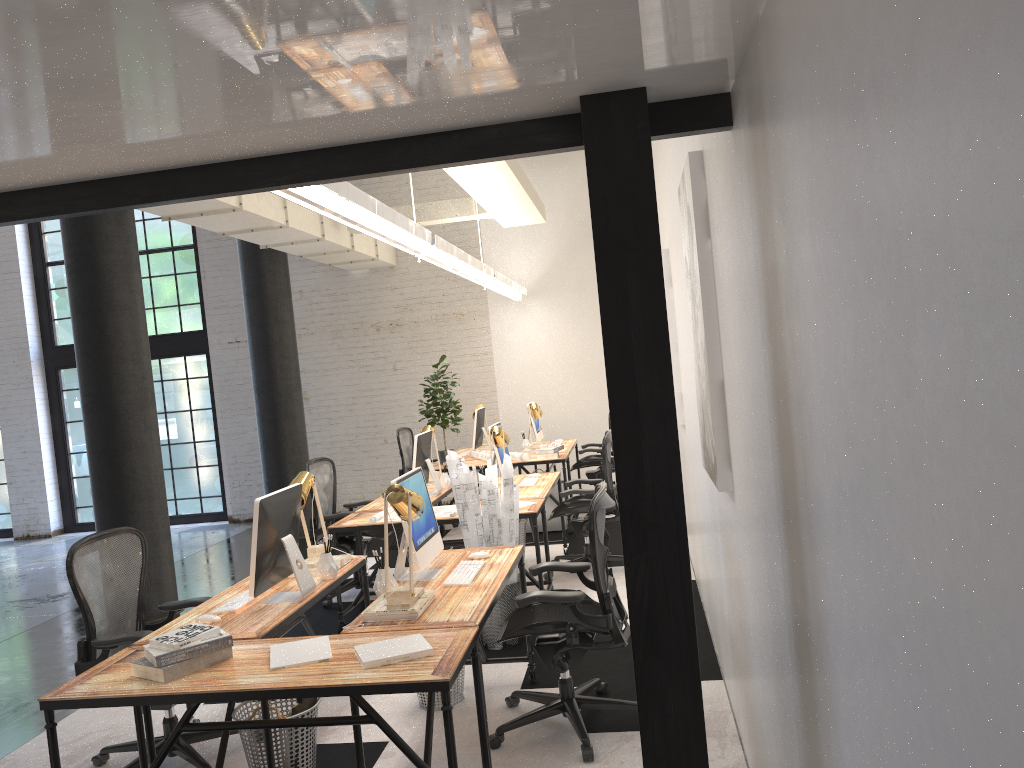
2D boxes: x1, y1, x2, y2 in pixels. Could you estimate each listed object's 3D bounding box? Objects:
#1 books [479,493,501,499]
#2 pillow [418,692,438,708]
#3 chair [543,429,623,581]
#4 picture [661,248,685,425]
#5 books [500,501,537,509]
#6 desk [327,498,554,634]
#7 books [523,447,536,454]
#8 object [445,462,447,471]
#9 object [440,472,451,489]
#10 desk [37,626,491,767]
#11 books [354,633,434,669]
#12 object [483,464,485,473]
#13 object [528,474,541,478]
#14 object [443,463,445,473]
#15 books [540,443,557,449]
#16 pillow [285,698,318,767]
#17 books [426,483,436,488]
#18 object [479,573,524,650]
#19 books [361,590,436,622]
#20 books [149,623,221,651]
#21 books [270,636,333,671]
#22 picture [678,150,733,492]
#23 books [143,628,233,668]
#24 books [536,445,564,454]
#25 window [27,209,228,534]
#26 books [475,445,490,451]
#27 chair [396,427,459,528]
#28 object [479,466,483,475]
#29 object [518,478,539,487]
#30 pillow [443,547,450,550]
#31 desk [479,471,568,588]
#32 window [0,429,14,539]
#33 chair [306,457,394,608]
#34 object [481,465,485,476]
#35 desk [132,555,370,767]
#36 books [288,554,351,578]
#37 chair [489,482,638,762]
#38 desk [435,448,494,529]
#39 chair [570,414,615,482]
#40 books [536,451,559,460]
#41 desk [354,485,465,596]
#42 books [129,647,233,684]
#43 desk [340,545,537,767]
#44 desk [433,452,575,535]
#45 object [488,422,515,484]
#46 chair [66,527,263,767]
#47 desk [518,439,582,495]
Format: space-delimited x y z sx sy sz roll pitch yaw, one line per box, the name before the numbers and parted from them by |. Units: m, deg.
books | -0.099 0.790 6.430 0.225 0.038 0.308 -5 1 8
pillow | -0.451 1.411 4.480 0.119 0.407 0.239 -5 2 9
chair | 0.566 0.920 6.868 0.792 1.086 0.770 -6 2 -8
picture | 1.131 -0.327 6.302 0.049 1.184 0.730 -5 2 8
books | 0.009 0.803 5.889 0.205 0.019 0.243 -7 2 -45
desk | -0.449 1.219 5.947 1.401 0.725 0.529 -5 2 8
books | 0.238 0.677 9.087 0.225 0.038 0.308 -5 1 8
object | -0.542 0.733 7.140 0.054 0.207 0.008 -7 2 -27
object | -0.539 0.775 7.127 0.101 0.127 0.101 -7 2 -37
desk | -0.798 1.316 3.074 1.401 0.725 0.529 -5 2 8
books | -0.403 0.903 3.003 0.235 0.024 0.200 -6 1 -19
object | -0.202 0.709 6.673 0.008 0.207 0.054 -6 2 -9
object | 0.185 0.748 7.255 0.106 0.029 0.059 -5 1 9
object | -0.538 0.733 7.111 0.008 0.207 0.054 -6 2 -9
books | 0.345 0.596 8.481 0.153 0.030 0.185 -6 1 6
pillow | -0.862 1.471 3.604 0.119 0.407 0.239 -5 2 9
books | -0.623 0.821 7.360 0.225 0.038 0.308 -5 1 8
object | -0.084 1.373 5.331 0.352 0.399 0.353 -7 2 -37
books | -0.448 0.886 3.557 0.225 0.038 0.308 -5 1 8
books | -1.143 0.882 3.097 0.153 0.030 0.185 -5 2 36
books | -0.737 0.937 3.093 0.205 0.019 0.243 -6 1 -15
picture | 0.738 -0.226 3.433 0.049 1.184 0.730 -5 2 8
books | -1.128 0.912 3.088 0.257 0.044 0.193 -7 2 -35
books | 0.363 0.626 8.479 0.193 0.044 0.257 -5 1 25
window | -5.050 -0.632 11.730 2.491 5.182 0.137 -5 2 8
books | -0.286 0.708 10.017 0.225 0.038 0.308 -5 1 8
chair | -0.911 0.986 9.595 0.792 1.086 0.770 -6 2 -8
object | -0.209 0.711 6.650 0.054 0.207 0.008 -6 2 -5
object | 0.134 0.767 6.932 0.118 0.018 0.438 -5 1 8
pillow | -0.514 1.374 6.477 0.119 0.407 0.239 -5 2 9
desk | 0.093 1.146 6.847 0.529 0.725 1.400 -5 1 8
window | -8.020 -0.347 12.150 2.491 5.182 0.137 -5 2 8
chair | -1.249 1.099 6.938 0.792 1.086 0.770 -6 2 -8
object | -0.198 0.710 6.644 0.054 0.207 0.008 -7 2 -27
desk | -1.089 1.322 4.099 0.529 0.725 1.400 -5 1 8
books | -0.972 0.918 4.487 0.225 0.038 0.308 -5 1 8
chair | 0.218 1.017 3.995 0.792 1.086 0.770 -6 2 -8
desk | -0.403 1.113 9.629 0.529 0.725 1.400 -5 1 8
chair | 0.904 0.807 9.525 0.792 1.086 0.770 -6 2 -8
books | 0.343 0.675 8.469 0.200 0.050 0.271 -6 1 5
desk | -0.741 1.226 6.972 0.529 0.725 1.400 -5 1 8
books | -1.151 0.962 3.092 0.200 0.050 0.271 -5 2 35
desk | -0.255 1.242 3.974 0.529 0.725 1.400 -5 1 8
desk | -0.112 1.106 8.604 1.401 0.725 0.529 -5 2 8
object | -0.105 0.555 6.980 0.190 0.485 0.483 -5 2 8
chair | -1.597 1.195 4.065 0.792 1.086 0.770 -6 2 -8
desk | 0.431 1.033 9.504 0.529 0.725 1.400 -5 1 8
